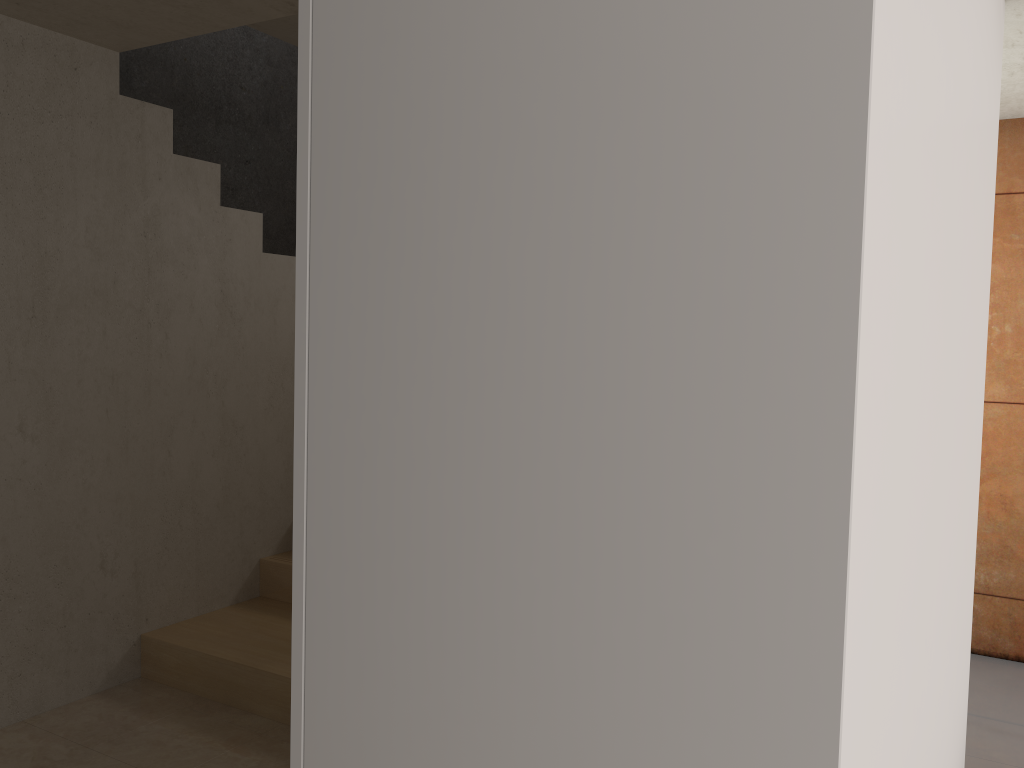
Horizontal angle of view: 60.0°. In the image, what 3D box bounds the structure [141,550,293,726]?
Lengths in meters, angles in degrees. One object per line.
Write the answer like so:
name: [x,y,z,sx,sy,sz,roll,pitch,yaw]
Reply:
structure: [-0.762,0.652,4.575,1.950,1.110,2.400,3,4,30]
